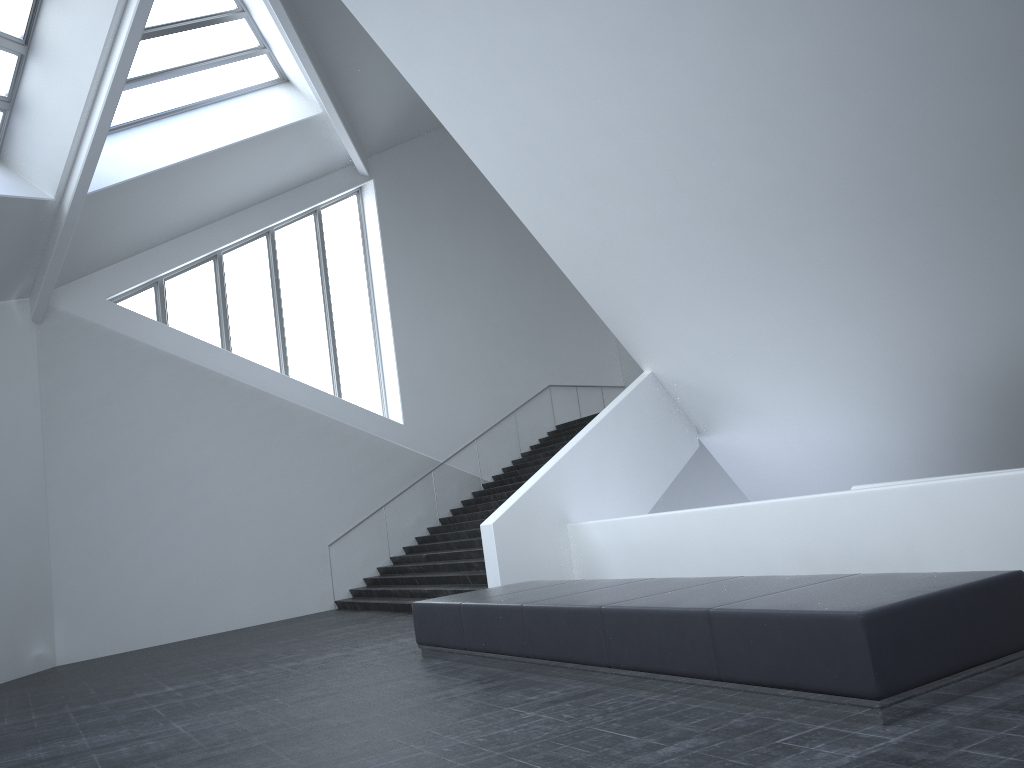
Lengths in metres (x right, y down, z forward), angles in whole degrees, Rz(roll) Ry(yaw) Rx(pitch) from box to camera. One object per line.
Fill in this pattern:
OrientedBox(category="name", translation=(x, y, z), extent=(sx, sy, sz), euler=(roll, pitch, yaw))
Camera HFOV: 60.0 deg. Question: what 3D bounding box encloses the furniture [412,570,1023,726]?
OrientedBox(category="furniture", translation=(1.035, 1.988, 7.284), extent=(1.488, 0.580, 5.742), euler=(-3, -10, -31))
